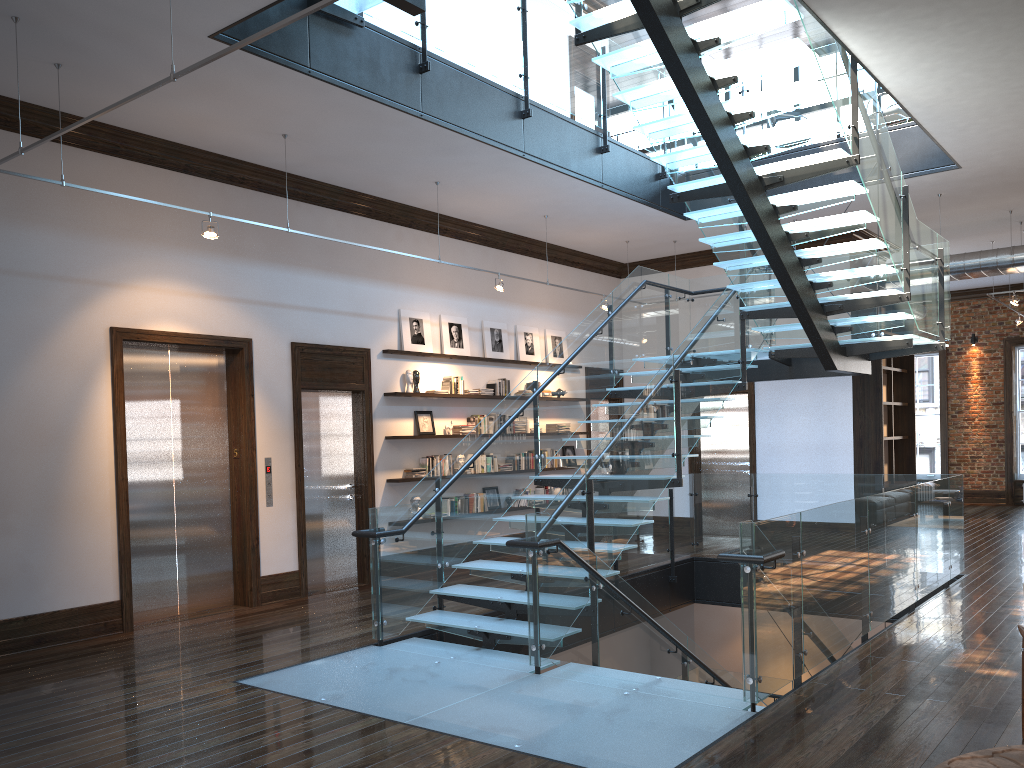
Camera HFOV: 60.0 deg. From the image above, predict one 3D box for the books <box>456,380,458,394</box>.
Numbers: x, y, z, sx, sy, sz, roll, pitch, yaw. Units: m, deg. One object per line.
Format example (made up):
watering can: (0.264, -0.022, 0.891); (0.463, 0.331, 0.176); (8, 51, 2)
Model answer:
books: (-0.753, 0.044, 11.167); (0.157, 0.177, 0.029); (-2, 1, 38)

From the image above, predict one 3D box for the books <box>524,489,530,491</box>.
books: (0.160, 1.582, 12.339); (0.157, 0.233, 0.107); (-2, 0, 38)

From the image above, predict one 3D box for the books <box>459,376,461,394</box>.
books: (-0.699, 0.022, 11.262); (0.112, 0.229, 0.024); (-1, 1, 38)

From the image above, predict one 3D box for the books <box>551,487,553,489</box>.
books: (0.537, 1.589, 12.830); (0.124, 0.250, 0.013); (-1, 1, 38)

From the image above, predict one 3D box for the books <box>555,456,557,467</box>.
books: (0.572, 1.124, 12.839); (0.169, 0.170, 0.017); (-2, 1, 38)

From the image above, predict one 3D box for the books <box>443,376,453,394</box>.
books: (-0.800, 0.017, 11.126); (0.143, 0.229, 0.014); (-2, 1, 38)

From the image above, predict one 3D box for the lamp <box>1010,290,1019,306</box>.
lamp: (7.283, -1.243, 12.857); (0.113, 0.230, 0.114); (-2, 1, -31)

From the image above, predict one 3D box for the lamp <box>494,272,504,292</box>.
lamp: (-0.153, -1.187, 10.361); (0.114, 0.230, 0.113); (-2, 0, -8)

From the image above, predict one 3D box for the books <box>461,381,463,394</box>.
books: (-0.679, 0.049, 11.284); (0.132, 0.178, 0.035); (-2, 1, 38)

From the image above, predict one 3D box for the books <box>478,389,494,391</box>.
books: (-0.386, 0.083, 11.669); (0.141, 0.011, 0.285); (-4, -4, 37)

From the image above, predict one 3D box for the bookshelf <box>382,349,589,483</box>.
bookshelf: (-0.156, 0.689, 11.919); (0.200, 2.057, 4.073); (-1, -1, 38)

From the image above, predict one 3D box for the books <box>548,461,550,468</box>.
books: (0.488, 1.065, 12.751); (0.145, 0.282, 0.006); (-1, 1, 38)

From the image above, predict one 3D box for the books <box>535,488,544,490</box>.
books: (0.393, 1.594, 12.643); (0.142, 0.225, 0.012); (-2, 1, 38)

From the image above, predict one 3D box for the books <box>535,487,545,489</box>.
books: (0.402, 1.591, 12.650); (0.163, 0.230, 0.011); (-2, 1, 38)

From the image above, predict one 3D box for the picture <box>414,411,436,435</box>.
picture: (-1.063, 0.478, 10.853); (0.077, 0.300, 0.300); (-1, 0, 38)

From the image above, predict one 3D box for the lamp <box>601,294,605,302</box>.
lamp: (1.260, -1.116, 12.180); (0.113, 0.230, 0.114); (-2, 0, -6)

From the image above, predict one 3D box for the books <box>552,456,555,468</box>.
books: (0.543, 1.085, 12.805); (0.169, 0.247, 0.013); (-2, 1, 38)

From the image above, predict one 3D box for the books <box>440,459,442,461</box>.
books: (-0.906, 1.031, 10.975); (0.150, 0.210, 0.035); (-2, 1, 38)

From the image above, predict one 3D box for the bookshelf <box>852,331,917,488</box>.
bookshelf: (5.476, 0.511, 12.996); (0.401, 3.520, 1.780); (-1, 1, 38)

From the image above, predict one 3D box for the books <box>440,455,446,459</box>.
books: (-0.856, 1.014, 11.052); (0.131, 0.253, 0.027); (-1, 1, 38)

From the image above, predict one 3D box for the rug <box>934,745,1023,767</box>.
rug: (2.671, 1.756, 3.482); (1.973, 0.015, 1.969); (-4, -5, 39)

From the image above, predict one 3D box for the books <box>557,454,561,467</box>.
books: (0.643, 1.122, 12.941); (0.156, 0.186, 0.051); (-2, 1, 38)

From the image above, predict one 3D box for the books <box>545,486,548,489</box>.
books: (0.452, 1.585, 12.711); (0.164, 0.247, 0.011); (-2, 1, 38)

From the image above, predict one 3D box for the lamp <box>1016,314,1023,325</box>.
lamp: (8.807, -1.131, 15.390); (0.113, 0.230, 0.114); (-2, 0, -11)

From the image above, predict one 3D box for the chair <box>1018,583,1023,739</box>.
chair: (2.866, 1.373, 4.165); (0.769, 0.866, 0.741); (-2, -1, 18)

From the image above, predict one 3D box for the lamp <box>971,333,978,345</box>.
lamp: (9.437, -0.908, 18.123); (0.126, 0.237, 0.155); (-1, 0, 38)

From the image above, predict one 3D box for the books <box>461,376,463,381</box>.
books: (-0.671, 0.022, 11.307); (0.119, 0.233, 0.014); (-1, 1, 38)

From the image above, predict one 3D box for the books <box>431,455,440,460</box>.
books: (-0.940, 1.007, 10.952); (0.127, 0.259, 0.014); (-1, 1, 38)

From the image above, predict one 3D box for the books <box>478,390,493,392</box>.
books: (-0.384, 0.094, 11.668); (0.142, 0.011, 0.255); (-4, -5, 39)

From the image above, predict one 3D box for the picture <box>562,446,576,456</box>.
picture: (0.869, 1.081, 13.334); (0.077, 0.300, 0.300); (-1, 0, 38)

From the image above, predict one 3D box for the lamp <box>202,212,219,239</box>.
lamp: (-2.500, -1.306, 7.343); (0.114, 0.230, 0.113); (-1, 0, 17)

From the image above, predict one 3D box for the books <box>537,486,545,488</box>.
books: (0.416, 1.581, 12.683); (0.134, 0.255, 0.011); (-1, 1, 38)

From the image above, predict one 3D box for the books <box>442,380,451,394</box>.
books: (-0.826, 0.043, 11.106); (0.129, 0.176, 0.050); (-2, 1, 38)

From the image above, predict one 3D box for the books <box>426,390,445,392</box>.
books: (-0.927, 0.088, 10.968); (0.142, 0.011, 0.255); (-4, -4, 36)

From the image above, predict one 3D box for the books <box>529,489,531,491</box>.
books: (0.179, 1.579, 12.350); (0.166, 0.235, 0.094); (-2, 0, 38)

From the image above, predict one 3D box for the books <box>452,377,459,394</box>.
books: (-0.734, 0.024, 11.177); (0.164, 0.217, 0.012); (-2, 1, 38)

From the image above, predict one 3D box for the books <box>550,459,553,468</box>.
books: (0.505, 1.080, 12.779); (0.169, 0.254, 0.035); (-2, 1, 38)

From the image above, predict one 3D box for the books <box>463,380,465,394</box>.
books: (-0.659, 0.048, 11.315); (0.129, 0.182, 0.012); (-2, 1, 38)

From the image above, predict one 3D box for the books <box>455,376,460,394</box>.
books: (-0.720, 0.020, 11.220); (0.133, 0.229, 0.025); (-1, 1, 38)

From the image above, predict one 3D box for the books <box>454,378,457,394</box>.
books: (-0.770, 0.032, 11.142); (0.164, 0.198, 0.029); (-2, 1, 38)
